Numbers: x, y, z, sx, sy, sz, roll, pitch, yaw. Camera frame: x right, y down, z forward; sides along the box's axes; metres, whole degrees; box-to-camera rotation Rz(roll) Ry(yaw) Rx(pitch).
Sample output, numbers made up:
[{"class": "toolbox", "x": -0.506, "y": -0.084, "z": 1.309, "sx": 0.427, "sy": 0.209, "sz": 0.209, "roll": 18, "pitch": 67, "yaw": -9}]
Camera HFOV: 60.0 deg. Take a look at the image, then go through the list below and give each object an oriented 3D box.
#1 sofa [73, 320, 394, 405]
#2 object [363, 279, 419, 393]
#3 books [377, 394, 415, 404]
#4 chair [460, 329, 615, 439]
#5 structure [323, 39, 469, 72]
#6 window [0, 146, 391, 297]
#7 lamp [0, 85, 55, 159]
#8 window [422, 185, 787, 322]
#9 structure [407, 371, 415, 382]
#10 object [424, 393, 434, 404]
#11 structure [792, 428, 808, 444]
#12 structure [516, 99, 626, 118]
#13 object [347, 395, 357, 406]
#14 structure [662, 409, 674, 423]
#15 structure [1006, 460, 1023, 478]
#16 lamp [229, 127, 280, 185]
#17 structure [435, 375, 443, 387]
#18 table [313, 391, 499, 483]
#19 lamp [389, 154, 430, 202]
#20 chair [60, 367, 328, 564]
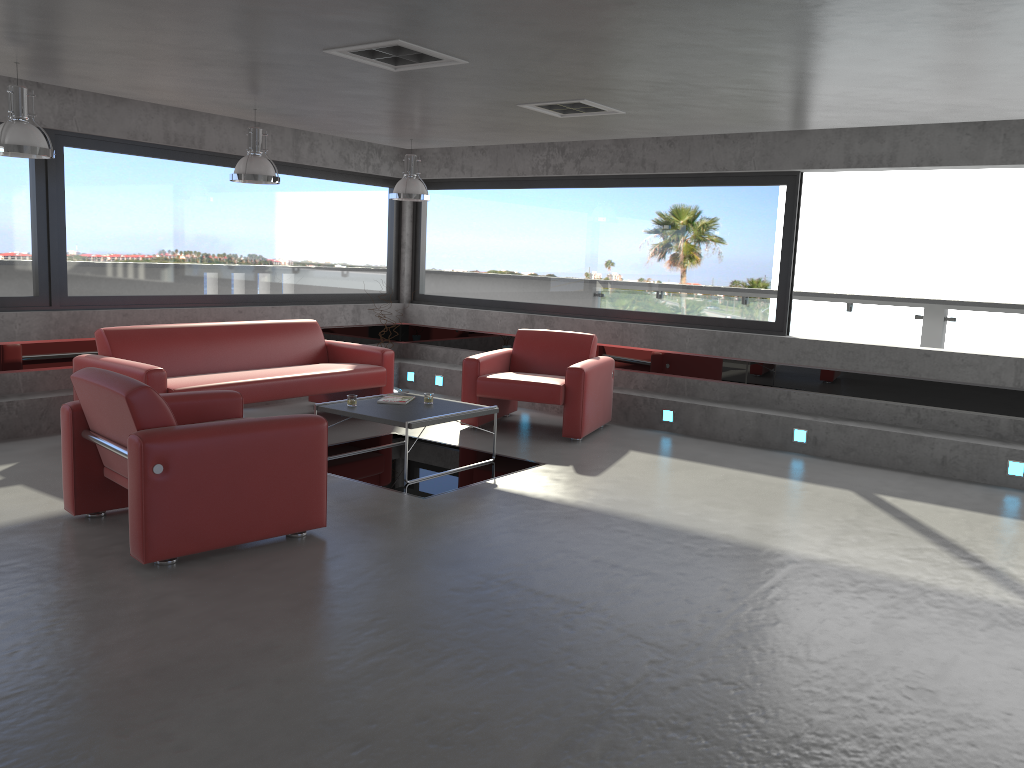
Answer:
[{"class": "sofa", "x": -2.274, "y": -0.078, "z": 7.743, "sx": 1.120, "sy": 0.854, "sz": 2.626, "roll": 8, "pitch": 10, "yaw": 35}, {"class": "object", "x": -1.365, "y": -0.490, "z": 9.628, "sx": 0.466, "sy": 1.289, "sz": 0.531, "roll": -5, "pitch": 11, "yaw": -41}, {"class": "books", "x": -0.910, "y": 0.119, "z": 6.995, "sx": 0.228, "sy": 0.022, "sz": 0.326, "roll": 3, "pitch": 8, "yaw": 6}, {"class": "chair", "x": 0.251, "y": -0.048, "z": 8.302, "sx": 1.196, "sy": 0.854, "sz": 1.130, "roll": 6, "pitch": 9, "yaw": 21}, {"class": "structure", "x": -0.628, "y": -1.910, "z": 4.848, "sx": 0.563, "sy": 0.240, "sz": 0.563, "roll": 8, "pitch": 10, "yaw": 35}, {"class": "window", "x": -3.756, "y": -1.402, "z": 7.641, "sx": 0.003, "sy": 1.364, "sz": 7.800, "roll": 8, "pitch": 10, "yaw": 35}, {"class": "lamp", "x": -3.093, "y": -1.650, "z": 5.561, "sx": 0.389, "sy": 0.422, "sz": 0.388, "roll": 8, "pitch": 10, "yaw": 35}, {"class": "window", "x": 0.703, "y": -1.480, "z": 9.545, "sx": 4.583, "sy": 1.364, "sz": 0.003, "roll": 8, "pitch": 10, "yaw": 35}, {"class": "structure", "x": -1.182, "y": -0.087, "z": 10.365, "sx": 0.123, "sy": 0.123, "sz": 0.004, "roll": 8, "pitch": 10, "yaw": 35}, {"class": "object", "x": -0.650, "y": 0.113, "z": 6.924, "sx": 0.079, "sy": 0.077, "sz": 0.079, "roll": 10, "pitch": 11, "yaw": 43}, {"class": "structure", "x": 2.505, "y": 0.451, "z": 7.712, "sx": 0.123, "sy": 0.123, "sz": 0.004, "roll": 8, "pitch": 10, "yaw": 35}, {"class": "structure", "x": 0.429, "y": -2.068, "z": 6.284, "sx": 0.563, "sy": 0.240, "sz": 0.563, "roll": 8, "pitch": 10, "yaw": 35}, {"class": "object", "x": -1.204, "y": 0.124, "z": 6.672, "sx": 0.079, "sy": 0.077, "sz": 0.079, "roll": 5, "pitch": 9, "yaw": 19}, {"class": "structure", "x": 1.485, "y": 0.302, "z": 8.445, "sx": 0.123, "sy": 0.123, "sz": 0.004, "roll": 8, "pitch": 10, "yaw": 35}, {"class": "structure", "x": 3.838, "y": 0.646, "z": 6.752, "sx": 0.123, "sy": 0.123, "sz": 0.004, "roll": 8, "pitch": 10, "yaw": 35}, {"class": "lamp", "x": -2.030, "y": -1.809, "z": 7.005, "sx": 0.389, "sy": 0.422, "sz": 0.388, "roll": 8, "pitch": 10, "yaw": 35}, {"class": "structure", "x": -0.832, "y": -0.036, "z": 10.113, "sx": 0.123, "sy": 0.123, "sz": 0.004, "roll": 8, "pitch": 10, "yaw": 35}, {"class": "table", "x": -0.802, "y": 0.375, "z": 6.770, "sx": 0.994, "sy": 0.436, "sz": 1.018, "roll": 8, "pitch": 10, "yaw": 35}, {"class": "lamp", "x": -0.968, "y": -1.969, "z": 8.449, "sx": 0.388, "sy": 0.422, "sz": 0.389, "roll": 6, "pitch": 9, "yaw": 25}, {"class": "chair", "x": -1.755, "y": 0.336, "z": 4.993, "sx": 1.130, "sy": 0.854, "sz": 1.196, "roll": -5, "pitch": 11, "yaw": -44}]
